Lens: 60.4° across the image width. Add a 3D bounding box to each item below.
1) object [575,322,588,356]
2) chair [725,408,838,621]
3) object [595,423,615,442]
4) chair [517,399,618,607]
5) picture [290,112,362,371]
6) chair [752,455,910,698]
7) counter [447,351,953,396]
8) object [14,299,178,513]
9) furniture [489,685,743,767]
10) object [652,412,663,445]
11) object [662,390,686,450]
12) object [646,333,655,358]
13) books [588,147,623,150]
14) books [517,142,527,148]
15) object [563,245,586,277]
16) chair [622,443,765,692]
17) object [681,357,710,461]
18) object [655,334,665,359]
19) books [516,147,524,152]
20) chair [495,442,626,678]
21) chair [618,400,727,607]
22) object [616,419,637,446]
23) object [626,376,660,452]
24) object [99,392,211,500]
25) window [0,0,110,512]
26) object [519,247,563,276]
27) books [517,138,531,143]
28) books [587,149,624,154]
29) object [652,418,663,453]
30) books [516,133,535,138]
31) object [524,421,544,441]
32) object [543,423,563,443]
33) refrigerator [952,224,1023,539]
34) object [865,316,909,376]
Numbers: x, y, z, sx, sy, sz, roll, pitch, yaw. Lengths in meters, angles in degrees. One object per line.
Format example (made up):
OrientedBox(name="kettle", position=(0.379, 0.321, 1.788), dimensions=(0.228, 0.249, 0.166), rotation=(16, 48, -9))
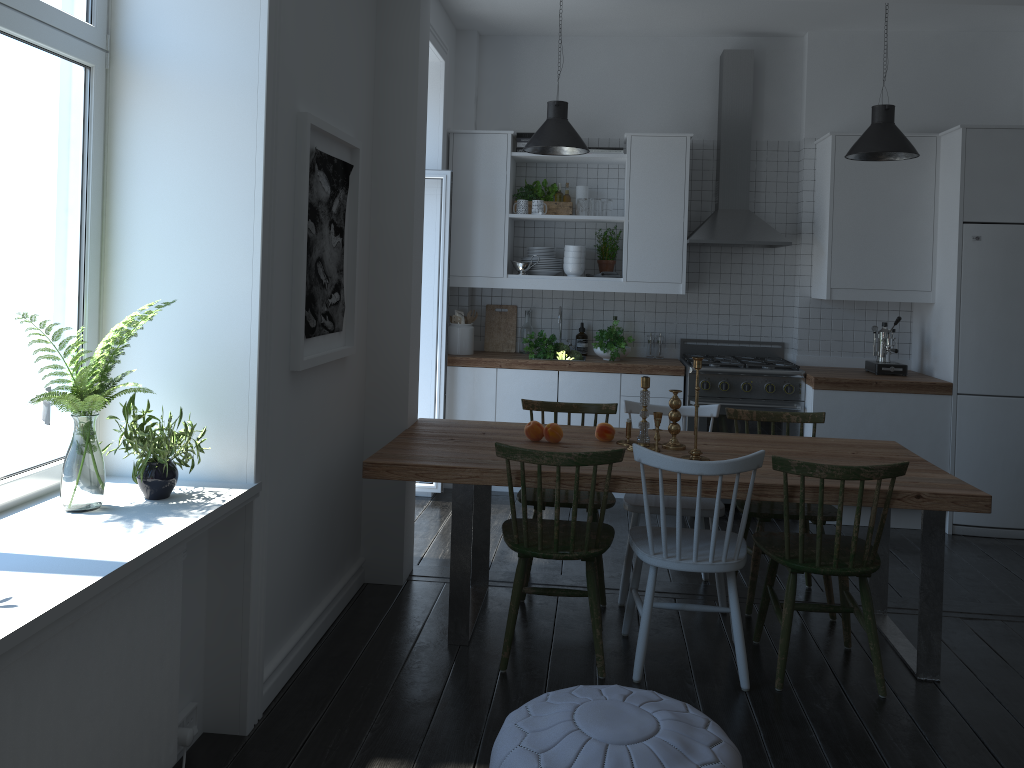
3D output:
OrientedBox(name="object", position=(0.483, -0.311, 6.099), dimensions=(0.085, 0.230, 0.085), rotation=(1, 1, -29))
OrientedBox(name="chair", position=(1.219, 0.557, 3.986), dimensions=(0.467, 0.826, 0.487), rotation=(2, 2, 4))
OrientedBox(name="object", position=(0.407, 0.211, 3.855), dimensions=(0.089, 0.084, 0.085), rotation=(3, 4, 18))
OrientedBox(name="chair", position=(0.249, 0.516, 4.065), dimensions=(0.467, 0.825, 0.487), rotation=(2, 2, 4))
OrientedBox(name="picture", position=(-0.718, -0.531, 3.361), dimensions=(0.083, 0.886, 0.691), rotation=(2, 3, 6))
OrientedBox(name="chair", position=(1.141, 0.647, 3.245), dimensions=(0.467, 0.825, 0.487), rotation=(2, 2, 4))
OrientedBox(name="counter", position=(1.055, -0.089, 5.674), dimensions=(3.099, 0.073, 0.852), rotation=(3, 7, 6))
OrientedBox(name="object", position=(-1.116, 0.051, 2.350), dimensions=(0.392, 0.565, 0.329), rotation=(0, 3, -31))
OrientedBox(name="furniture", position=(0.248, 0.998, 2.094), dimensions=(0.609, 0.418, 0.619), rotation=(2, 5, 0))
OrientedBox(name="object", position=(0.631, 0.194, 3.818), dimensions=(0.049, 0.139, 0.049), rotation=(2, 1, 6))
OrientedBox(name="object", position=(0.691, 0.151, 3.743), dimensions=(0.101, 0.247, 0.100), rotation=(3, 2, 29))
OrientedBox(name="object", position=(0.954, -0.265, 6.056), dimensions=(0.059, 0.172, 0.059), rotation=(2, 1, 19))
OrientedBox(name="books", position=(0.585, -1.580, 5.979), dimensions=(0.341, 0.016, 0.276), rotation=(3, 7, 7))
OrientedBox(name="books", position=(0.206, -1.609, 6.004), dimensions=(0.328, 0.030, 0.261), rotation=(2, 7, 4))
OrientedBox(name="object", position=(0.422, -0.833, 5.948), dimensions=(0.150, 0.215, 0.311), rotation=(2, 5, 3))
OrientedBox(name="chair", position=(0.659, 0.622, 3.257), dimensions=(0.466, 0.841, 0.511), rotation=(2, 2, 6))
OrientedBox(name="object", position=(0.734, 0.102, 3.495), dimensions=(0.113, 0.410, 0.114), rotation=(1, 1, -32))
OrientedBox(name="object", position=(1.013, -0.259, 6.029), dimensions=(0.059, 0.172, 0.059), rotation=(2, 1, 19))
OrientedBox(name="books", position=(0.217, -1.572, 6.012), dimensions=(0.351, 0.044, 0.261), rotation=(3, 7, 8))
OrientedBox(name="chair", position=(0.172, 0.607, 3.324), dimensions=(0.467, 0.826, 0.487), rotation=(2, 2, 4))
OrientedBox(name="chair", position=(0.732, 0.525, 4.052), dimensions=(0.466, 0.841, 0.511), rotation=(2, 2, 6))
OrientedBox(name="object", position=(0.503, 0.204, 3.804), dimensions=(0.102, 0.114, 0.103), rotation=(1, 3, -8))
OrientedBox(name="object", position=(0.553, 0.123, 3.678), dimensions=(0.140, 0.310, 0.140), rotation=(0, 2, -42))
OrientedBox(name="object", position=(-0.993, 0.172, 2.491), dimensions=(0.285, 0.294, 0.286), rotation=(2, 4, 10))
OrientedBox(name="window", position=(-1.322, -0.615, 1.936), dimensions=(0.107, 1.982, 1.576), rotation=(2, 3, 6))
OrientedBox(name="object", position=(0.196, -0.839, 6.025), dimensions=(0.300, 0.194, 0.308), rotation=(2, 5, 7))
OrientedBox(name="books", position=(0.220, -1.641, 6.014), dimensions=(0.351, 0.030, 0.289), rotation=(3, 7, 6))
OrientedBox(name="books", position=(0.584, -1.552, 5.970), dimensions=(0.350, 0.038, 0.263), rotation=(2, 7, 5))
OrientedBox(name="object", position=(0.577, 0.219, 3.504), dimensions=(0.080, 0.160, 0.080), rotation=(0, 2, -37))
OrientedBox(name="books", position=(0.208, -1.675, 6.011), dimensions=(0.325, 0.038, 0.261), rotation=(3, 7, 8))
OrientedBox(name="object", position=(0.098, 0.203, 3.808), dimensions=(0.088, 0.090, 0.084), rotation=(2, 4, -4))
OrientedBox(name="object", position=(0.177, 0.211, 3.782), dimensions=(0.083, 0.088, 0.091), rotation=(4, 4, 32))
OrientedBox(name="refrigerator", position=(2.896, -0.051, 5.357), dimensions=(0.576, 1.798, 0.682), rotation=(2, 1, 6))
OrientedBox(name="object", position=(2.338, -0.242, 5.452), dimensions=(0.206, 0.369, 0.355), rotation=(2, 4, 6))
